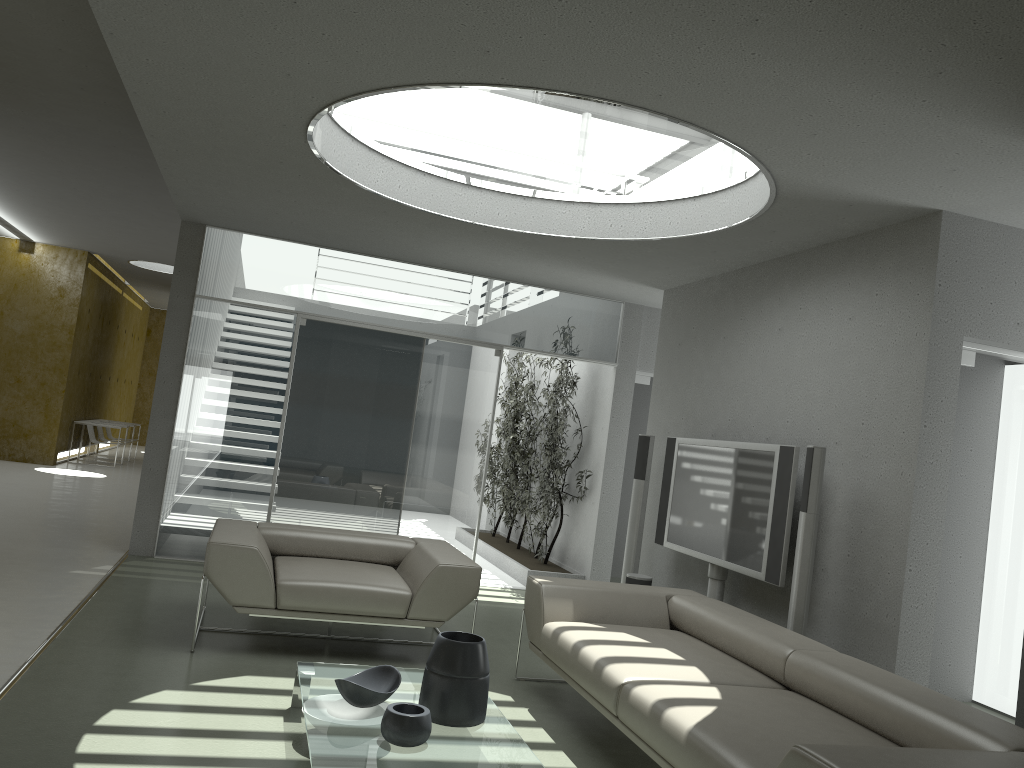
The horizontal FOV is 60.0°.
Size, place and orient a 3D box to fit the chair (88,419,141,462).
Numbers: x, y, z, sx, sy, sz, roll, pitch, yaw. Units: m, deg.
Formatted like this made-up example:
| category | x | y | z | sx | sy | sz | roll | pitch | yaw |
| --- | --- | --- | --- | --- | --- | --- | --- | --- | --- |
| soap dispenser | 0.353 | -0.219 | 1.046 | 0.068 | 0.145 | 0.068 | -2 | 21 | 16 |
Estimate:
| category | x | y | z | sx | sy | sz | roll | pitch | yaw |
| --- | --- | --- | --- | --- | --- | --- | --- | --- | --- |
| chair | -7.318 | 1.033 | 16.353 | 0.710 | 0.667 | 0.800 | 9 | -4 | -15 |

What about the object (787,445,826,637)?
| category | x | y | z | sx | sy | sz | roll | pitch | yaw |
| --- | --- | --- | --- | --- | --- | --- | --- | --- | --- |
| object | 1.486 | 1.051 | 4.552 | 0.310 | 1.469 | 0.310 | 10 | -5 | -38 |

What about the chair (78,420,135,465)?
| category | x | y | z | sx | sy | sz | roll | pitch | yaw |
| --- | --- | --- | --- | --- | --- | --- | --- | --- | --- |
| chair | -7.084 | 1.012 | 15.530 | 0.710 | 0.667 | 0.800 | 9 | -4 | -15 |

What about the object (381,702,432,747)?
| category | x | y | z | sx | sy | sz | roll | pitch | yaw |
| --- | --- | --- | --- | --- | --- | --- | --- | --- | --- |
| object | -0.369 | 1.195 | 3.105 | 0.177 | 0.113 | 0.177 | 10 | -4 | -35 |

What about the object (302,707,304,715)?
| category | x | y | z | sx | sy | sz | roll | pitch | yaw |
| --- | --- | --- | --- | --- | --- | --- | --- | --- | --- |
| object | -0.659 | 1.383 | 3.573 | 0.387 | 0.124 | 0.387 | 11 | -5 | -43 |

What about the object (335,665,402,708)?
| category | x | y | z | sx | sy | sz | roll | pitch | yaw |
| --- | --- | --- | --- | --- | --- | --- | --- | --- | --- |
| object | -0.563 | 1.185 | 3.450 | 0.223 | 0.125 | 0.317 | 6 | -4 | 21 |

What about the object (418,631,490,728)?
| category | x | y | z | sx | sy | sz | roll | pitch | yaw |
| --- | --- | --- | --- | --- | --- | --- | --- | --- | --- |
| object | -0.215 | 1.138 | 3.445 | 0.265 | 0.309 | 0.265 | 10 | -4 | -32 |

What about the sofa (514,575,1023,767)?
| category | x | y | z | sx | sy | sz | roll | pitch | yaw |
| --- | --- | --- | --- | --- | --- | --- | --- | --- | --- |
| sofa | 0.900 | 1.362 | 3.663 | 1.037 | 0.585 | 2.791 | 9 | -4 | -15 |

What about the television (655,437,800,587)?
| category | x | y | z | sx | sy | sz | roll | pitch | yaw |
| --- | --- | --- | --- | --- | --- | --- | --- | --- | --- |
| television | 1.353 | 0.756 | 5.656 | 0.127 | 0.781 | 1.603 | 9 | -4 | -15 |

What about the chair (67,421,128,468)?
| category | x | y | z | sx | sy | sz | roll | pitch | yaw |
| --- | --- | --- | --- | --- | --- | --- | --- | --- | --- |
| chair | -6.851 | 0.990 | 14.706 | 0.710 | 0.667 | 0.800 | 9 | -4 | -15 |

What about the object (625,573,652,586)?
| category | x | y | z | sx | sy | sz | roll | pitch | yaw |
| --- | --- | --- | --- | --- | --- | --- | --- | --- | --- |
| object | 0.872 | 1.590 | 6.287 | 0.175 | 0.461 | 0.185 | 9 | -4 | -21 |

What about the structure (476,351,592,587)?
| category | x | y | z | sx | sy | sz | roll | pitch | yaw |
| --- | --- | --- | --- | --- | --- | --- | --- | --- | --- |
| structure | 0.089 | 0.628 | 9.707 | 0.646 | 2.589 | 3.371 | 9 | -4 | -16 |

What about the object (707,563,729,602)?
| category | x | y | z | sx | sy | sz | roll | pitch | yaw |
| --- | --- | --- | --- | --- | --- | --- | --- | --- | --- |
| object | 1.204 | 1.475 | 5.596 | 0.323 | 0.689 | 0.882 | 9 | -4 | -15 |

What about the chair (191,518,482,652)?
| category | x | y | z | sx | sy | sz | roll | pitch | yaw |
| --- | --- | --- | --- | --- | --- | --- | --- | --- | --- |
| chair | -1.037 | 1.205 | 5.223 | 1.481 | 0.583 | 1.039 | 9 | -4 | -15 |

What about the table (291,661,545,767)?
| category | x | y | z | sx | sy | sz | roll | pitch | yaw |
| --- | --- | --- | --- | --- | --- | --- | --- | --- | --- |
| table | -0.383 | 1.364 | 3.303 | 0.790 | 0.200 | 1.500 | 9 | -4 | -15 |

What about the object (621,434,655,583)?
| category | x | y | z | sx | sy | sz | roll | pitch | yaw |
| --- | --- | --- | --- | --- | --- | --- | --- | --- | --- |
| object | 0.940 | 1.117 | 6.722 | 0.310 | 1.469 | 0.310 | 7 | -4 | 11 |
